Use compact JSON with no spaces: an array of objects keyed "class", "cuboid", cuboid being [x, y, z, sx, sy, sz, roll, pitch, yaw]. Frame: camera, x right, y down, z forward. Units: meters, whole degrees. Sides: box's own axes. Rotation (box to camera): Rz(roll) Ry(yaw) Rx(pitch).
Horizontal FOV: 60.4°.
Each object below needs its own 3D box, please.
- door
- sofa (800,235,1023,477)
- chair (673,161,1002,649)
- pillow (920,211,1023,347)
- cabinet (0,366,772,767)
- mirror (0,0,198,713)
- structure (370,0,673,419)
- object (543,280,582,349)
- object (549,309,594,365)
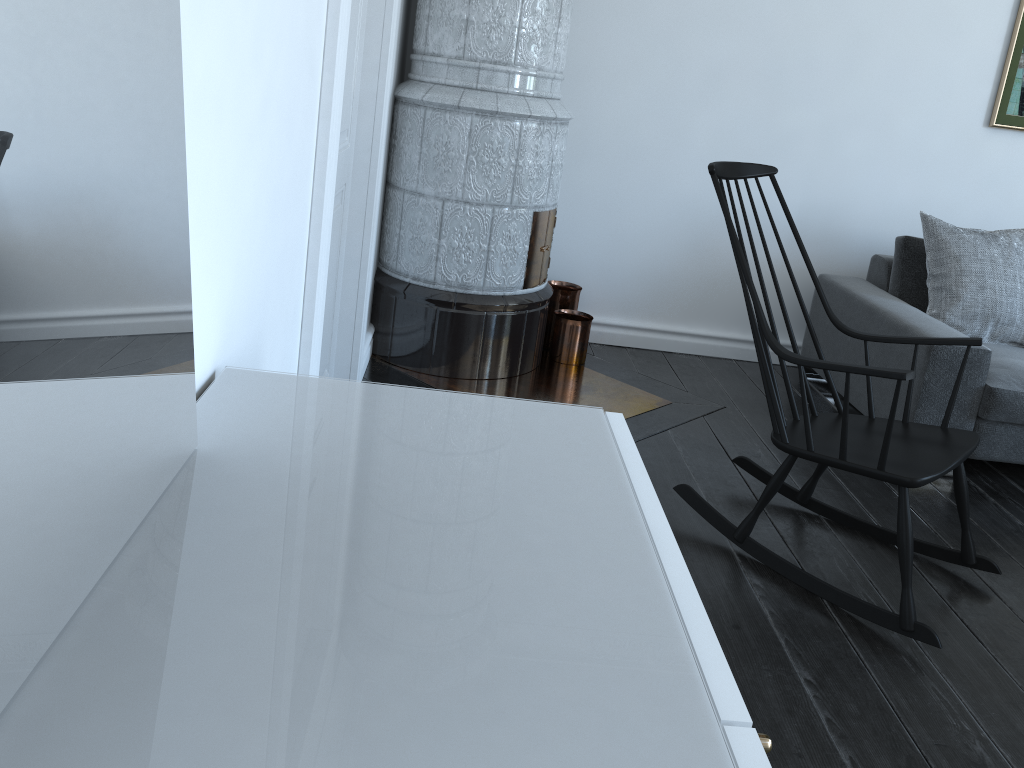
[{"class":"door","cuboid":[-0.411,-0.932,2.274,0.116,2.408,1.204,7,15,-5]},{"class":"sofa","cuboid":[2.545,-0.071,3.542,2.370,0.704,1.119,6,18,-4]},{"class":"chair","cuboid":[0.879,-0.026,2.368,0.924,0.978,0.618,22,20,39]},{"class":"pillow","cuboid":[2.637,-0.323,3.597,2.054,0.479,0.493,8,17,0]},{"class":"cabinet","cuboid":[-0.119,0.563,0.712,0.589,0.714,1.240,7,18,-5]},{"class":"mirror","cuboid":[-0.318,-0.050,0.552,0.054,0.488,0.718,7,18,-5]},{"class":"structure","cuboid":[0.119,-1.427,3.265,1.295,2.812,0.784,20,18,39]},{"class":"object","cuboid":[0.208,-0.306,3.952,0.173,0.273,0.181,7,15,-4]},{"class":"object","cuboid":[0.250,-0.201,3.790,0.174,0.194,0.177,4,17,-14]}]
